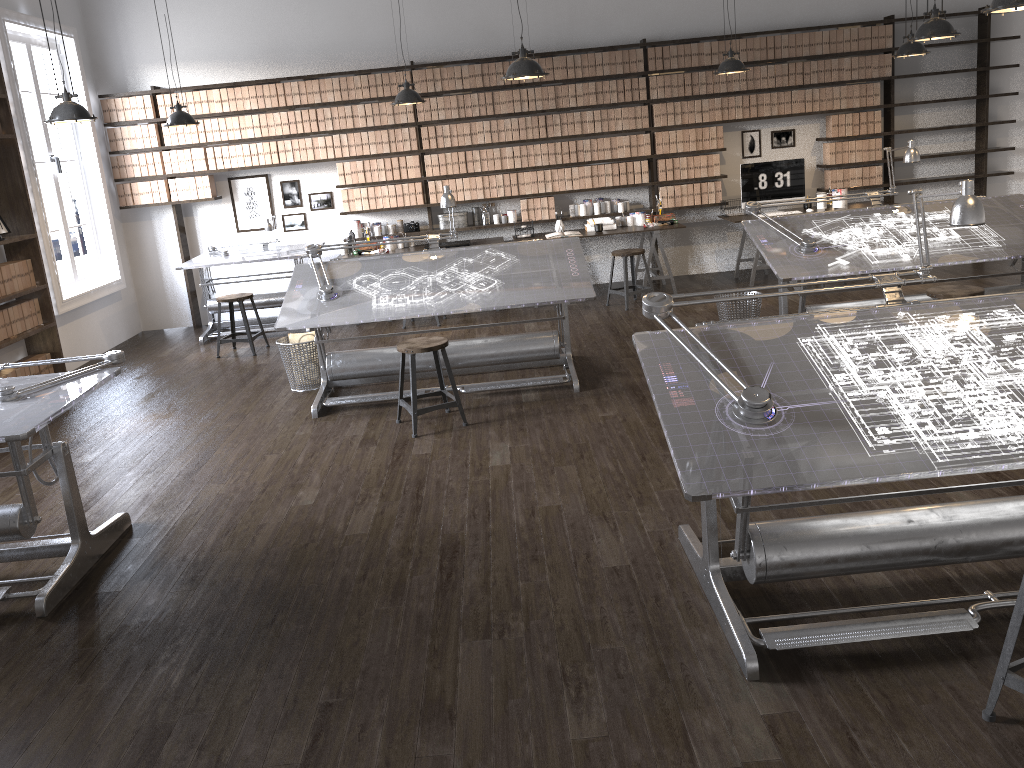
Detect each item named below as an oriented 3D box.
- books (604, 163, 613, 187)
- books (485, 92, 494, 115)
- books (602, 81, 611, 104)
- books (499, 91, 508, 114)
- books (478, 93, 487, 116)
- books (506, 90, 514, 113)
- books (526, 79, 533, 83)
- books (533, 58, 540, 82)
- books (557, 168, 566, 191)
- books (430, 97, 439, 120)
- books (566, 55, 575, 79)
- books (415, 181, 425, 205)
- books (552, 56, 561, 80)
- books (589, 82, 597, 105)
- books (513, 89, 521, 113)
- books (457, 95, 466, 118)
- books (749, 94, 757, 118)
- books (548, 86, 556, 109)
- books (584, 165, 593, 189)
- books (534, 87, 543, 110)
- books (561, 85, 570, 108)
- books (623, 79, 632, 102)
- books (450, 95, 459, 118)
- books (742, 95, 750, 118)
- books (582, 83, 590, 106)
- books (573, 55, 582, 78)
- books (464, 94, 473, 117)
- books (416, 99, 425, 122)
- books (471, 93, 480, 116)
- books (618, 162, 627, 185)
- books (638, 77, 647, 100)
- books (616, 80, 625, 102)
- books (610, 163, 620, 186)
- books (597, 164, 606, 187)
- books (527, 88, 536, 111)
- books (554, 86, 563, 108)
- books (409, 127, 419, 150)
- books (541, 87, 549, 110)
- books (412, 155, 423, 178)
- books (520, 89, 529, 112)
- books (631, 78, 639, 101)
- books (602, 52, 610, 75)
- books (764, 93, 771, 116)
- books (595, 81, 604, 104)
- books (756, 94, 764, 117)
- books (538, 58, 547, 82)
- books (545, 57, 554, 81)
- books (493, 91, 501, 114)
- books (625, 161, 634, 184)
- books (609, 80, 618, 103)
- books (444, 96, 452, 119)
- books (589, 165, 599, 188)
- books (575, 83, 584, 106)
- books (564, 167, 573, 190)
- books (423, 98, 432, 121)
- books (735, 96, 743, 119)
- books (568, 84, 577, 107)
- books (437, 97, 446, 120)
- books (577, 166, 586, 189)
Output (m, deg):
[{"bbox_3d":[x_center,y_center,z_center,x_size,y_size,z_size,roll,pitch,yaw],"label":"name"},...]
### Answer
[{"bbox_3d":[0.988,-2.154,9.129,0.067,0.223,0.176,-6,14,0],"label":"books"},{"bbox_3d":[-0.224,-2.824,8.938,0.067,0.223,0.176,-6,14,0],"label":"books"},{"bbox_3d":[0.945,-2.941,8.952,0.067,0.223,0.176,-6,14,0],"label":"books"},{"bbox_3d":[-0.085,-2.839,8.942,0.067,0.223,0.176,-6,14,0],"label":"books"},{"bbox_3d":[-0.299,-2.818,8.943,0.067,0.223,0.176,-6,14,0],"label":"books"},{"bbox_3d":[-0.022,-2.844,8.939,0.067,0.223,0.176,-6,14,0],"label":"books"},{"bbox_3d":[0.163,-3.131,8.878,0.067,0.223,0.176,-6,14,0],"label":"books"},{"bbox_3d":[0.235,-3.139,8.882,0.067,0.223,0.176,-6,14,0],"label":"books"},{"bbox_3d":[0.508,-2.108,9.129,0.067,0.223,0.176,-6,14,0],"label":"books"},{"bbox_3d":[-0.779,-2.770,8.935,0.067,0.223,0.176,-6,14,0],"label":"books"},{"bbox_3d":[0.583,-3.172,8.882,0.067,0.223,0.176,-6,14,0],"label":"books"},{"bbox_3d":[-0.944,-1.964,9.114,0.067,0.223,0.176,-6,14,0],"label":"books"},{"bbox_3d":[0.448,-3.160,8.885,0.067,0.223,0.176,-6,14,0],"label":"books"},{"bbox_3d":[0.807,-2.926,8.945,0.067,0.223,0.176,-6,14,0],"label":"books"},{"bbox_3d":[0.050,-2.851,8.939,0.067,0.223,0.176,-6,14,0],"label":"books"},{"bbox_3d":[-0.511,-2.797,8.941,0.067,0.223,0.176,-6,14,0],"label":"books"},{"bbox_3d":[2.435,-2.827,9.017,0.067,0.223,0.176,-6,14,0],"label":"books"},{"bbox_3d":[0.397,-2.885,8.942,0.067,0.223,0.176,-6,14,0],"label":"books"},{"bbox_3d":[0.780,-2.133,9.126,0.067,0.223,0.176,-6,14,0],"label":"books"},{"bbox_3d":[0.268,-2.873,8.944,0.067,0.223,0.176,-6,14,0],"label":"books"},{"bbox_3d":[0.536,-2.901,8.948,0.067,0.223,0.176,-6,14,0],"label":"books"},{"bbox_3d":[1.161,-2.961,8.948,0.067,0.223,0.176,-6,14,0],"label":"books"},{"bbox_3d":[-0.578,-2.789,8.935,0.067,0.223,0.176,-6,14,0],"label":"books"},{"bbox_3d":[2.361,-2.821,9.022,0.067,0.223,0.176,-6,14,0],"label":"books"},{"bbox_3d":[0.741,-2.921,8.949,0.067,0.223,0.176,-6,14,0],"label":"books"},{"bbox_3d":[0.655,-3.180,8.885,0.067,0.223,0.176,-6,14,0],"label":"books"},{"bbox_3d":[-0.440,-2.804,8.942,0.067,0.223,0.176,-6,14,0],"label":"books"},{"bbox_3d":[-0.918,-2.757,8.939,0.067,0.223,0.176,-6,14,0],"label":"books"},{"bbox_3d":[-0.369,-2.810,8.938,0.067,0.223,0.176,-6,14,0],"label":"books"},{"bbox_3d":[1.133,-2.169,9.129,0.067,0.223,0.176,-6,14,0],"label":"books"},{"bbox_3d":[1.310,-2.977,8.952,0.067,0.223,0.176,-6,14,0],"label":"books"},{"bbox_3d":[1.086,-2.955,8.953,0.067,0.223,0.176,-6,14,0],"label":"books"},{"bbox_3d":[1.058,-2.163,9.134,0.067,0.223,0.176,-6,14,0],"label":"books"},{"bbox_3d":[0.917,-2.149,9.132,0.067,0.223,0.176,-6,14,0],"label":"books"},{"bbox_3d":[0.196,-2.866,8.942,0.067,0.223,0.176,-6,14,0],"label":"books"},{"bbox_3d":[0.467,-2.894,8.949,0.067,0.223,0.176,-6,14,0],"label":"books"},{"bbox_3d":[-0.995,-2.490,8.998,0.067,0.223,0.176,-6,14,0],"label":"books"},{"bbox_3d":[0.331,-2.880,8.946,0.067,0.223,0.176,-6,14,0],"label":"books"},{"bbox_3d":[-0.966,-2.223,9.053,0.067,0.223,0.176,-6,14,0],"label":"books"},{"bbox_3d":[0.122,-2.859,8.943,0.067,0.223,0.176,-6,14,0],"label":"books"},{"bbox_3d":[1.234,-2.970,8.954,0.067,0.223,0.176,-6,14,0],"label":"books"},{"bbox_3d":[0.936,-3.208,8.887,0.067,0.223,0.176,-6,14,0],"label":"books"},{"bbox_3d":[2.575,-2.840,9.017,0.067,0.223,0.176,-6,14,0],"label":"books"},{"bbox_3d":[0.874,-2.934,8.951,0.067,0.223,0.176,-6,14,0],"label":"books"},{"bbox_3d":[2.509,-2.835,9.023,0.067,0.223,0.176,-6,14,0],"label":"books"},{"bbox_3d":[0.304,-3.146,8.887,0.067,0.223,0.176,-6,14,0],"label":"books"},{"bbox_3d":[0.374,-3.153,8.885,0.067,0.223,0.176,-6,14,0],"label":"books"},{"bbox_3d":[-0.150,-2.833,8.944,0.067,0.223,0.176,-6,14,0],"label":"books"},{"bbox_3d":[1.207,-2.177,9.135,0.067,0.223,0.176,-6,14,0],"label":"books"},{"bbox_3d":[1.015,-2.947,8.948,0.067,0.223,0.176,-6,14,0],"label":"books"},{"bbox_3d":[-0.644,-2.784,8.939,0.067,0.223,0.176,-6,14,0],"label":"books"},{"bbox_3d":[0.847,-2.142,9.132,0.067,0.223,0.176,-6,14,0],"label":"books"},{"bbox_3d":[0.678,-2.914,8.947,0.067,0.223,0.176,-6,14,0],"label":"books"},{"bbox_3d":[0.579,-2.114,9.125,0.067,0.223,0.176,-6,14,0],"label":"books"},{"bbox_3d":[-0.849,-2.764,8.938,0.067,0.223,0.176,-6,14,0],"label":"books"},{"bbox_3d":[2.290,-2.812,9.017,0.067,0.223,0.176,-6,14,0],"label":"books"},{"bbox_3d":[0.606,-2.906,8.945,0.067,0.223,0.176,-6,14,0],"label":"books"},{"bbox_3d":[-0.707,-2.777,8.937,0.067,0.223,0.176,-6,14,0],"label":"books"},{"bbox_3d":[0.713,-2.128,9.130,0.067,0.223,0.176,-6,14,0],"label":"books"}]
